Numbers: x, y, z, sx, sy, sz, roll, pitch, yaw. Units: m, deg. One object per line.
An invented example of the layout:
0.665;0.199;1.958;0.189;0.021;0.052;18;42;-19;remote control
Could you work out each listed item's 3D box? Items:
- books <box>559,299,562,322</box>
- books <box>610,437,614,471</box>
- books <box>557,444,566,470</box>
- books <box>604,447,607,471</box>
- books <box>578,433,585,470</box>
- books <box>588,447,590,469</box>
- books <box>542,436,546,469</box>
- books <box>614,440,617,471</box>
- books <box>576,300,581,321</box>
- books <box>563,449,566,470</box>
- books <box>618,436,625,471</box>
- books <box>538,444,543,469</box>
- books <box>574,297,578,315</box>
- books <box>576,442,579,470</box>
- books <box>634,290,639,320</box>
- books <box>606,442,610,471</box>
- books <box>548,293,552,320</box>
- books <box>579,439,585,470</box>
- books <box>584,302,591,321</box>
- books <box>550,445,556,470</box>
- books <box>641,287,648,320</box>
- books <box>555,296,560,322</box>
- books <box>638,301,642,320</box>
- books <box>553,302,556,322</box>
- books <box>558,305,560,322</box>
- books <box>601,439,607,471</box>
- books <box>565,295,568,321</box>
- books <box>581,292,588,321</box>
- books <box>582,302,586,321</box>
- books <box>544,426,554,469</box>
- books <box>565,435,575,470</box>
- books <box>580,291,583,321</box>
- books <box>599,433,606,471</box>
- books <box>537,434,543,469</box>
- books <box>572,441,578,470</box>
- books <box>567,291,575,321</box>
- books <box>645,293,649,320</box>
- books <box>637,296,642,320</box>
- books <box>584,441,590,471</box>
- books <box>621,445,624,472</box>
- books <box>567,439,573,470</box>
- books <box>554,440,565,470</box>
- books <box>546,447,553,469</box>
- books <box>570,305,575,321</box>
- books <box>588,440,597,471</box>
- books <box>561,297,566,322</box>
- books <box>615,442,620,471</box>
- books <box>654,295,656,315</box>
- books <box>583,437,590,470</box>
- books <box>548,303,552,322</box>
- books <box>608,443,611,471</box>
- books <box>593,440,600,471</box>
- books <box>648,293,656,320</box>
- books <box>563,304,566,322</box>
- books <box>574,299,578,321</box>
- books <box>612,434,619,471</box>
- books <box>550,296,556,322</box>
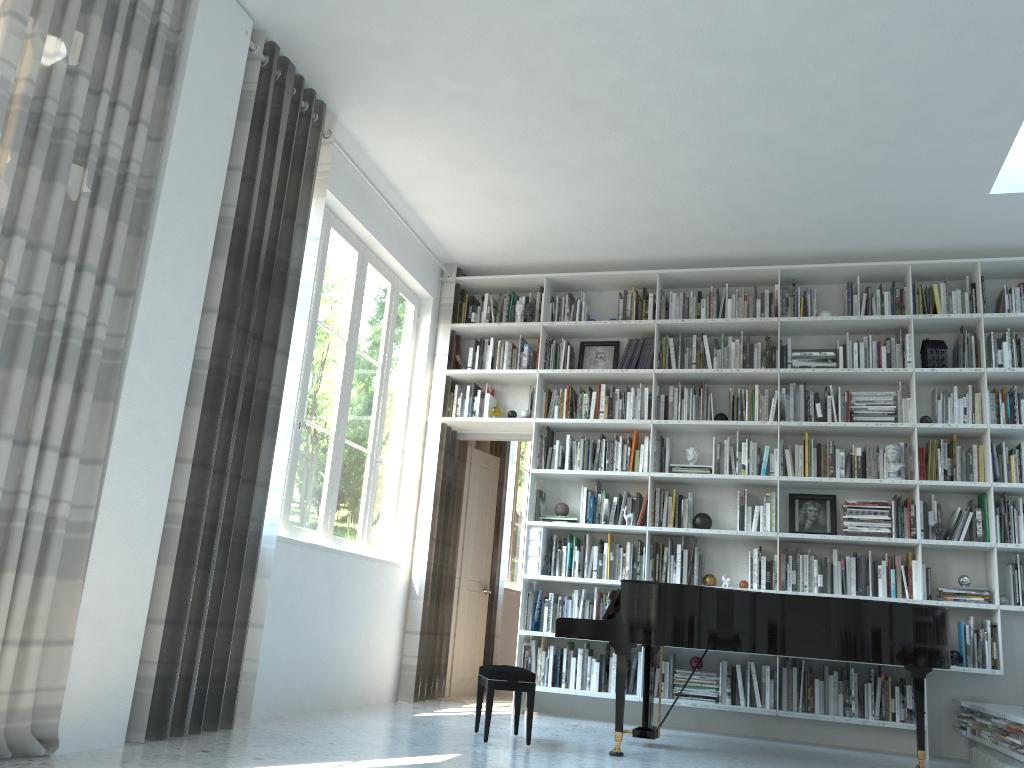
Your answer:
0.386;-0.509;6.743;0.013;0.224;0.177;0;-16;17;books
0.726;0.529;6.348;0.012;0.271;0.146;0;-15;17;books
0.365;0.556;6.424;0.028;0.203;0.188;0;-16;17;books
0.684;0.563;6.358;0.021;0.204;0.130;0;-16;17;books
0.506;0.517;6.411;0.011;0.292;0.184;0;-15;17;books
0.572;0.566;6.399;0.010;0.203;0.139;0;-16;17;books
0.250;0.527;6.472;0.027;0.265;0.176;0;-16;17;books
0.749;0.542;6.349;0.011;0.251;0.139;0;-15;17;books
0.513;-0.506;6.696;0.021;0.213;0.174;0;-16;17;books
0.400;0.576;6.456;0.021;0.187;0.129;0;-16;17;books
0.783;0.525;6.322;0.015;0.274;0.157;0;-15;17;books
0.229;0.559;6.487;0.026;0.208;0.155;0;-16;17;books
0.490;-0.520;6.724;0.013;0.252;0.129;0;-15;17;books
0.492;0.548;6.409;0.014;0.229;0.148;0;-16;17;books
0.932;-0.533;6.585;0.011;0.273;0.184;0;-16;17;books
0.698;0.548;6.343;0.013;0.228;0.177;0;-16;17;books
0.300;-0.535;6.790;0.007;0.284;0.160;0;-15;17;books
0.517;0.537;6.393;0.021;0.246;0.189;0;-16;17;books
0.569;-0.497;6.703;0.013;0.209;0.137;0;-16;17;books
0.318;0.561;6.465;0.042;0.208;0.144;0;-16;17;books
0.986;-0.546;6.566;0.025;0.296;0.164;0;-15;17;books
0.358;-0.520;6.757;0.012;0.248;0.180;0;-16;17;books
0.960;-0.491;6.570;0.027;0.190;0.178;0;-16;17;books
0.337;-0.499;6.765;0.032;0.209;0.158;0;-16;17;books
0.374;-0.490;6.759;0.017;0.193;0.129;0;-16;17;books
0.666;0.538;6.370;0.021;0.256;0.156;0;-15;17;books
0.429;-0.526;6.736;0.016;0.260;0.154;0;-15;17;books
0.549;-0.535;6.728;0.015;0.292;0.131;0;-15;17;books
0.554;-0.496;6.697;0.014;0.201;0.171;0;-16;17;books
0.270;0.494;6.472;0.012;0.333;0.185;0;-15;17;books
0.419;0.525;6.441;0.023;0.280;0.174;0;-15;17;books
0.535;-0.542;6.721;0.007;0.300;0.146;0;-15;17;books
0.649;0.515;6.371;0.013;0.299;0.152;0;-15;17;books
0.217;0.525;6.510;0.012;0.284;0.160;0;-15;17;books
0.467;0.547;6.437;0.049;0.242;0.139;0;-15;17;books
0.447;-0.540;6.717;0.015;0.279;0.191;0;-16;17;books
1.014;-0.521;6.577;0.022;0.260;0.152;0;-15;17;books
0.951;-0.515;6.606;0.013;0.254;0.129;0;-15;17;books
0.549;0.542;6.384;0.024;0.236;0.167;0;-16;17;books
0.798;0.557;6.324;0.012;0.217;0.160;0;-16;17;books
0.432;0.539;6.424;0.011;0.245;0.177;0;-16;17;books
0.345;0.543;6.445;0.022;0.235;0.177;0;-16;17;books
0.289;0.568;6.452;0.037;0.181;0.189;0;-16;17;books
0.467;-0.488;6.716;0.026;0.182;0.162;0;-16;17;books
0.584;0.542;6.382;0.023;0.242;0.185;0;-16;17;books
0.401;-0.517;6.746;0.016;0.242;0.156;0;-16;17;books
0.770;0.549;6.351;0.028;0.242;0.132;0;-15;17;books
1.074;-0.517;6.559;0.039;0.251;0.147;0;-15;17;books
0.539;0.531;6.408;0.011;0.270;0.158;0;-15;17;books
0.306;-0.498;6.769;0.017;0.203;0.143;0;-16;17;books
0.713;0.552;6.350;0.013;0.227;0.152;0;-16;17;books
0.623;0.540;6.390;0.048;0.255;0.142;0;-15;17;books
1.035;-0.522;6.556;0.031;0.253;0.178;0;-16;17;books
0.416;-0.490;6.744;0.014;0.192;0.146;0;-16;17;books
0.499;-0.507;6.708;0.013;0.219;0.181;0;-16;17;books
0.742;0.518;6.363;0.011;0.303;0.130;0;-15;17;books
0.321;-0.523;6.778;0.007;0.258;0.157;0;-15;17;books
